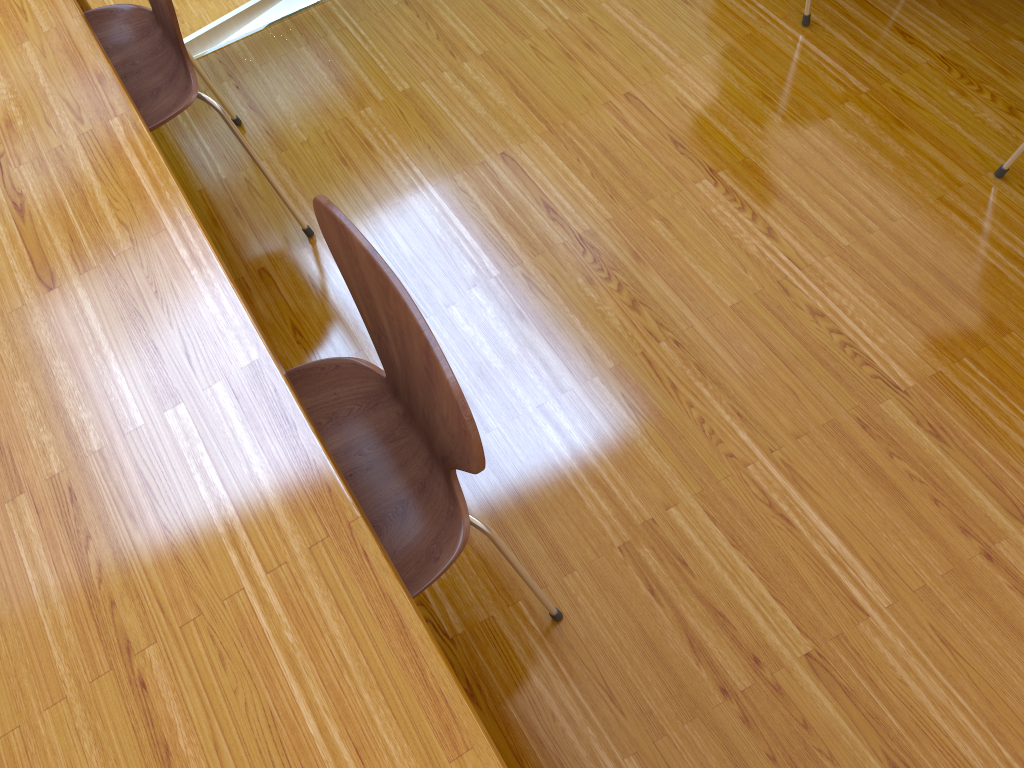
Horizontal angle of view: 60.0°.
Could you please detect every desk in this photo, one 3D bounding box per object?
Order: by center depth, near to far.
[{"bbox_3d":[-0.650,0.664,1.225,1.285,0.918,3.236,-31,62,-9],"label":"desk"}]

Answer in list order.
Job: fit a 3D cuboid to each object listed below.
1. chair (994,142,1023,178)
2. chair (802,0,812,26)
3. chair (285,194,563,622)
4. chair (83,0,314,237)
[{"bbox_3d":[1.165,-0.518,1.363,0.381,0.693,0.428,-31,62,-9],"label":"chair"},{"bbox_3d":[0.661,-1.214,1.818,0.381,0.693,0.428,-31,62,-9],"label":"chair"},{"bbox_3d":[-0.230,0.157,1.203,0.381,0.693,0.428,-31,62,-9],"label":"chair"},{"bbox_3d":[-0.733,-0.538,1.658,0.381,0.693,0.428,-31,62,-9],"label":"chair"}]
